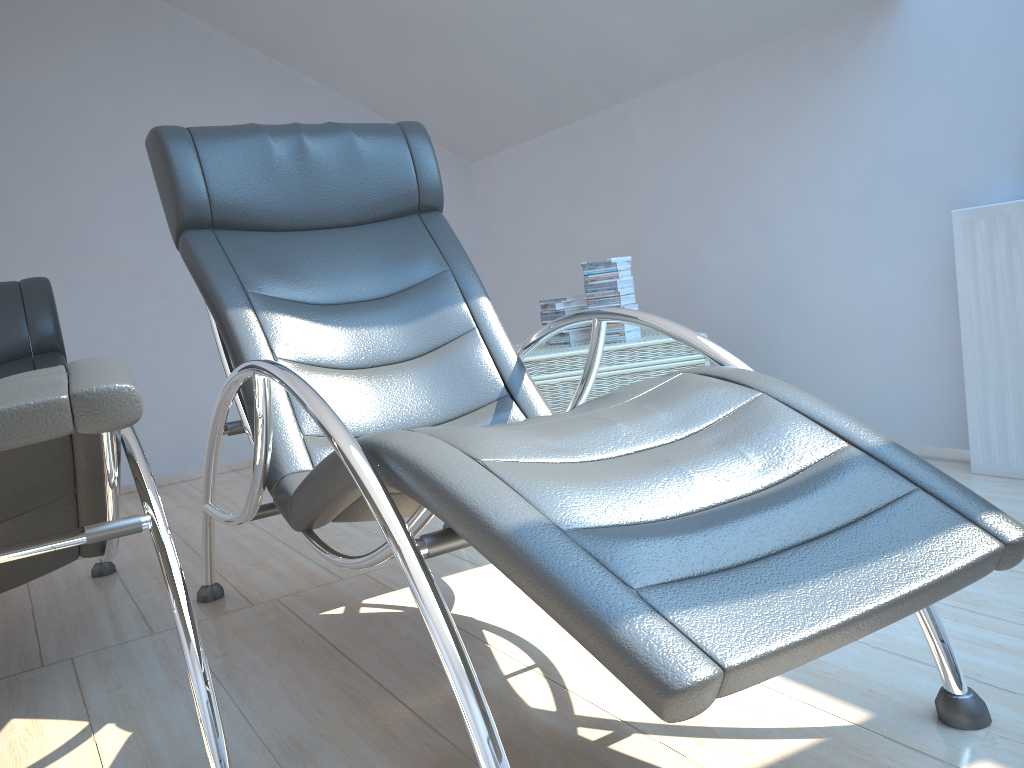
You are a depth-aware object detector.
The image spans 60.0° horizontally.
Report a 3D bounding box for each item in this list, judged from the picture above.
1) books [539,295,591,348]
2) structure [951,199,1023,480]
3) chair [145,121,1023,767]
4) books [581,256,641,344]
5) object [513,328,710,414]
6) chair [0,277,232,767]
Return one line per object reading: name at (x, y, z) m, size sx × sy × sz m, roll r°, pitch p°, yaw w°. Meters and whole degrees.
books at (0.203, -0.230, 3.297) m, size 0.162 × 0.184 × 0.165 m, roll -11°, pitch 7°, yaw -31°
structure at (1.737, -0.113, 2.128) m, size 0.120 × 0.800 × 1.324 m, roll -11°, pitch 7°, yaw -30°
chair at (-0.118, -0.064, 1.782) m, size 0.836 × 1.251 × 1.938 m, roll -11°, pitch 7°, yaw -30°
books at (0.351, -0.293, 3.147) m, size 0.149 × 0.300 × 0.149 m, roll -4°, pitch 7°, yaw 31°
object at (0.303, 0.096, 3.313) m, size 0.745 × 0.518 × 0.744 m, roll -7°, pitch 6°, yaw 0°
chair at (-1.187, 0.231, 1.751) m, size 0.836 × 0.953 × 2.114 m, roll -11°, pitch 7°, yaw -30°
